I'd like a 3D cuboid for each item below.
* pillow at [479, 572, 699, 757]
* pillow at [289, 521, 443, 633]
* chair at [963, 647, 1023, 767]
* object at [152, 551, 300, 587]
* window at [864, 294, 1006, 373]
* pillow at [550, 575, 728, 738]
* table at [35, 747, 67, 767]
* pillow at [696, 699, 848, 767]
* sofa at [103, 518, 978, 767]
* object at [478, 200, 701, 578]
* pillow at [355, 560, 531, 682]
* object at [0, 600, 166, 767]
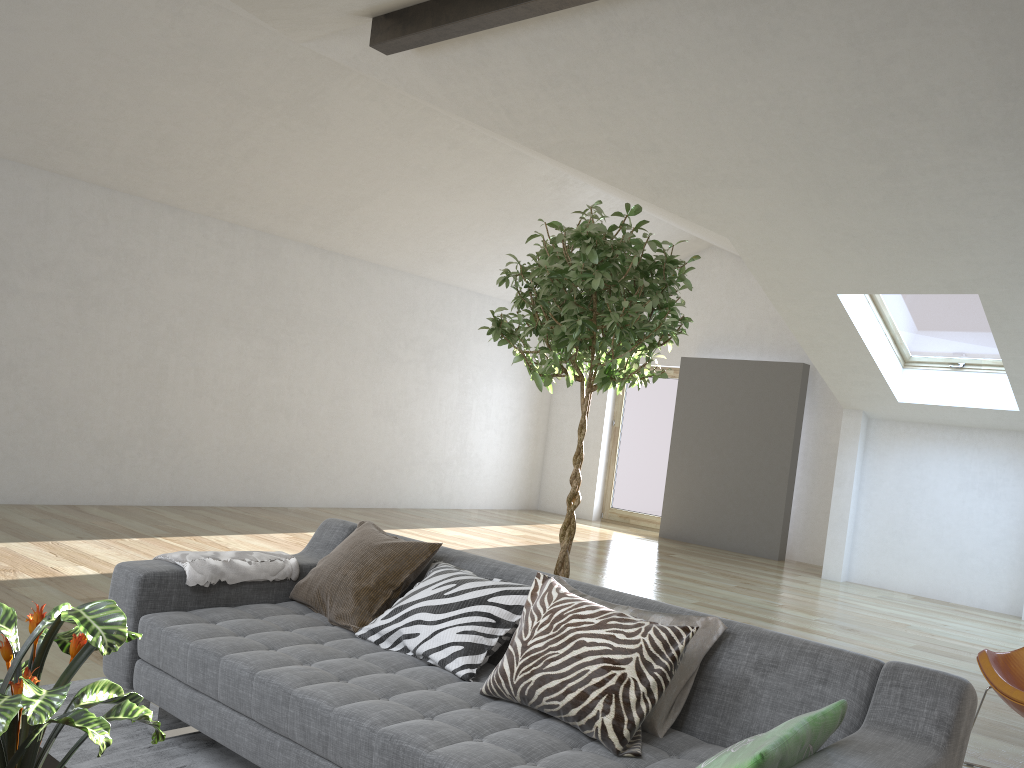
[{"bbox_3d":[0.194,0.725,2.363,0.554,0.341,0.282,6,-1,44],"label":"pillow"},{"bbox_3d":[-0.551,0.690,3.219,0.310,0.338,0.575,7,-1,-40],"label":"pillow"},{"bbox_3d":[2.239,1.237,3.476,0.714,0.724,0.658,7,0,-19],"label":"chair"},{"bbox_3d":[-1.071,0.809,3.254,0.355,0.419,0.483,7,-1,44],"label":"object"},{"bbox_3d":[3.618,-0.494,7.451,1.462,0.730,1.912,5,-3,41],"label":"window"},{"bbox_3d":[0.254,0.765,2.539,0.638,0.319,0.264,5,-1,41],"label":"pillow"},{"bbox_3d":[-0.924,0.957,1.444,1.540,0.325,0.624,5,-3,40],"label":"table"},{"bbox_3d":[0.525,0.802,1.911,0.227,0.261,0.444,7,-1,42],"label":"pillow"},{"bbox_3d":[-0.127,0.922,2.613,2.445,0.684,1.030,5,-2,40],"label":"sofa"},{"bbox_3d":[0.207,0.324,3.376,0.794,2.022,0.818,7,1,19],"label":"object"},{"bbox_3d":[-0.195,0.749,2.857,0.557,0.284,0.360,5,-2,41],"label":"pillow"},{"bbox_3d":[-0.779,0.587,1.413,0.374,0.526,0.439,7,0,15],"label":"object"}]
